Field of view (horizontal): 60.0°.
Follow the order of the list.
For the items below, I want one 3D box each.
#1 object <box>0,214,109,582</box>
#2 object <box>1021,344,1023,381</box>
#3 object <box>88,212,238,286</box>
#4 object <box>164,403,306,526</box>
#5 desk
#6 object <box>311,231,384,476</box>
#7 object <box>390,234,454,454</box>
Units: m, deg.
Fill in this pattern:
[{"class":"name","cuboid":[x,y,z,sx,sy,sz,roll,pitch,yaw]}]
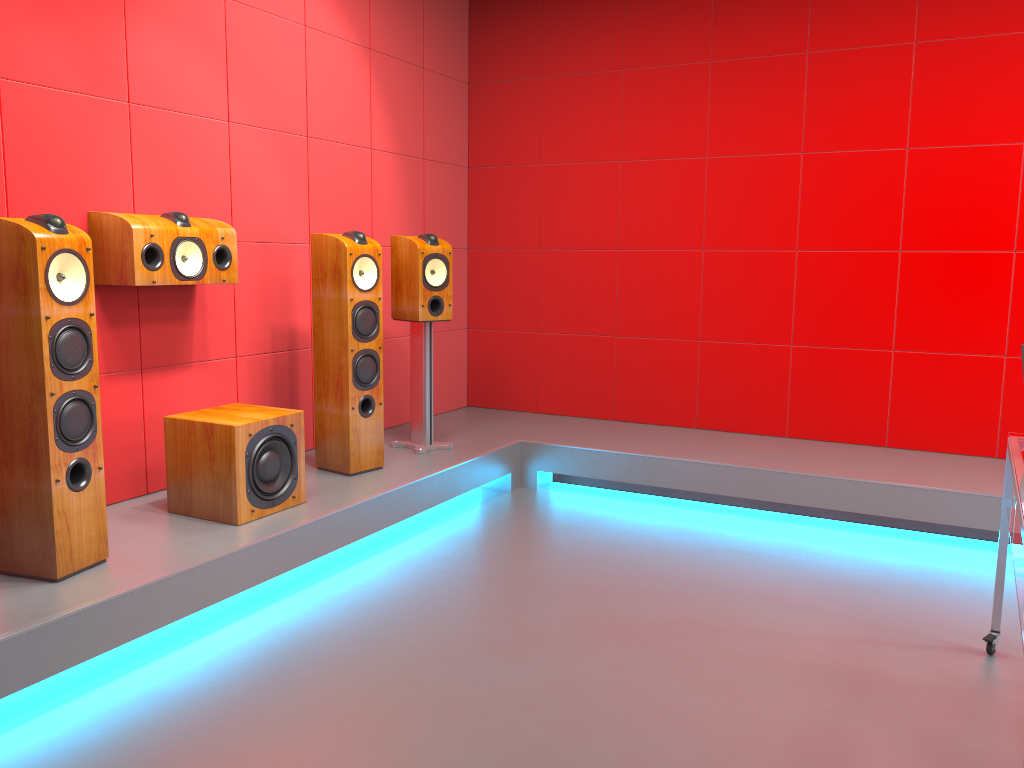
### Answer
[{"class":"object","cuboid":[-1.376,0.034,2.608,0.238,1.052,0.203,3,8,17]},{"class":"object","cuboid":[1.549,0.058,2.252,0.342,0.285,0.340,0,8,-3]},{"class":"object","cuboid":[-1.306,-0.515,3.362,0.235,0.271,0.493,5,9,27]},{"class":"object","cuboid":[-1.027,0.288,3.322,0.360,0.360,0.360,5,9,27]},{"class":"desk","cuboid":[1.360,0.601,1.880,0.594,0.690,1.617,5,9,27]},{"class":"object","cuboid":[-0.719,-0.140,3.906,0.238,1.052,0.203,7,10,37]},{"class":"object","cuboid":[-0.445,-0.206,4.378,0.231,1.058,0.265,-7,11,-42]}]
